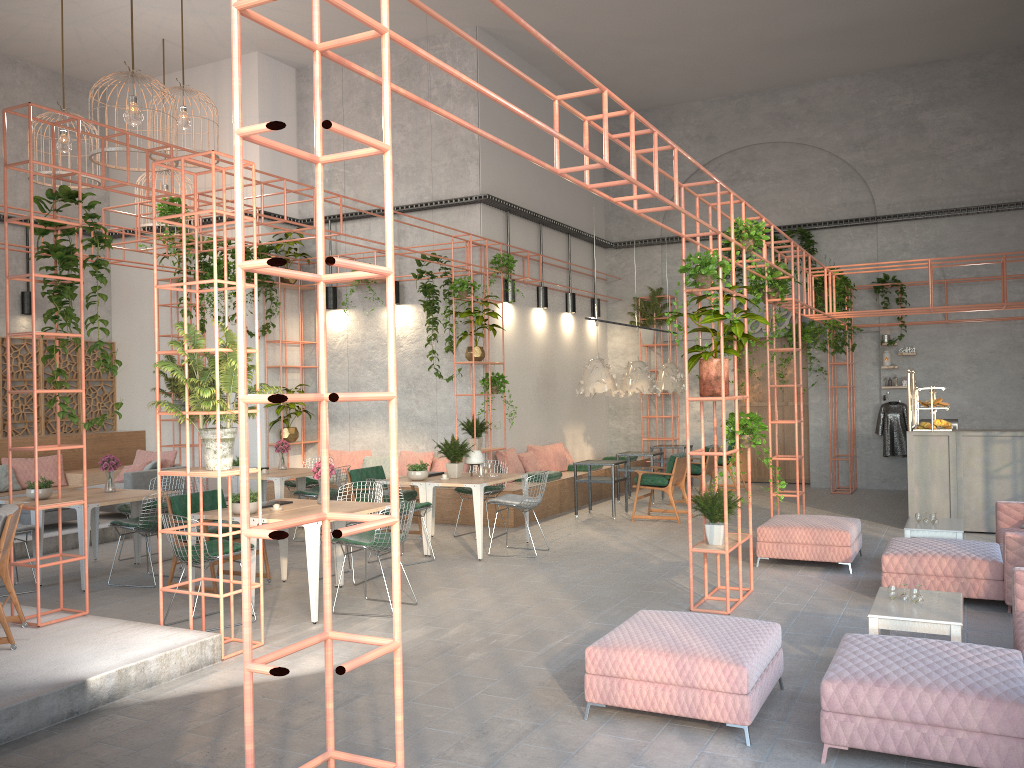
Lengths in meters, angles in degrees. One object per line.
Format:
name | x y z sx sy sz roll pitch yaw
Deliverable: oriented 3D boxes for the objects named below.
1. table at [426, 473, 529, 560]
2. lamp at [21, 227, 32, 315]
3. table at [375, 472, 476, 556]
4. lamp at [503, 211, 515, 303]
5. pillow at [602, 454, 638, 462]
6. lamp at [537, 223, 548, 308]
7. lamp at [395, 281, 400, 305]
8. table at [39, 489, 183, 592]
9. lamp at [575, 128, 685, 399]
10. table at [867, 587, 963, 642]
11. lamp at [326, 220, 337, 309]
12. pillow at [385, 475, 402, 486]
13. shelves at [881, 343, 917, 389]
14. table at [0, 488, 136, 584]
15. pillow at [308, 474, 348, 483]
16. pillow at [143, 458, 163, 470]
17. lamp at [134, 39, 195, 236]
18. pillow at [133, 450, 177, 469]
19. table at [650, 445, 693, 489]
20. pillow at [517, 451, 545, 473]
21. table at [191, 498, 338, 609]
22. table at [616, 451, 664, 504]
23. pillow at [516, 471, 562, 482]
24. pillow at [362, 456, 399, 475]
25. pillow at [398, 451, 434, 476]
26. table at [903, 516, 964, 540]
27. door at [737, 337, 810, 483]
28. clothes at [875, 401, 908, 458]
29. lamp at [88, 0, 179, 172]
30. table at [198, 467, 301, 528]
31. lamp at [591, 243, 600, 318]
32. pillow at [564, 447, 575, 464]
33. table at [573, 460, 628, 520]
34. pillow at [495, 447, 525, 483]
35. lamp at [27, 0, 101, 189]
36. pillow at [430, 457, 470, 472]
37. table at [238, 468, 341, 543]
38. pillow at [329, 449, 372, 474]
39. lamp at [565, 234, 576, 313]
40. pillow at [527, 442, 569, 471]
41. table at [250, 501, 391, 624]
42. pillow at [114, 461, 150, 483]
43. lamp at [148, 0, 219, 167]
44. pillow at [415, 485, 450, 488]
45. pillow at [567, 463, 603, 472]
table | -0.378 1.513 10.341 0.694 0.830 1.214 -1 0 27
lamp | -7.685 -1.817 14.067 0.185 1.436 0.179 -1 0 27
table | -1.000 1.529 10.655 0.694 0.830 1.205 -1 0 27
lamp | -0.051 -1.986 13.831 0.185 1.425 0.179 -1 0 27
pillow | 2.013 1.391 16.517 0.491 0.149 0.637 -1 0 28
lamp | 0.499 -1.990 14.907 0.185 1.425 0.179 -1 0 27
lamp | -1.847 -1.949 13.737 0.179 1.425 0.185 -1 0 27
table | -4.138 1.584 9.193 0.694 0.830 1.214 -1 0 27
lamp | 2.037 -1.807 14.559 0.704 4.052 4.456 -1 0 27
table | 2.584 1.622 5.641 0.520 0.455 0.916 -1 0 27
lamp | -2.922 -1.922 14.287 0.179 1.425 0.185 -1 0 27
pillow | -1.964 1.452 13.358 0.637 0.149 0.491 -1 0 28
shelves | 6.637 -0.318 15.218 0.560 0.790 0.186 -1 0 27
table | -4.758 1.600 9.505 0.694 0.830 1.205 -1 0 27
pillow | -2.898 1.475 13.835 0.637 0.149 0.491 -1 0 28
pillow | -5.173 1.255 12.671 0.308 0.349 0.495 -1 0 -13
lamp | -5.279 -4.058 13.471 0.883 3.476 0.883 -1 0 -10
pillow | -5.323 1.216 13.110 0.836 0.476 0.273 -1 0 27
table | 2.895 1.520 16.049 0.635 0.798 0.602 -1 0 27
pillow | 0.300 1.270 14.058 0.289 0.385 0.666 -1 0 22
table | -2.252 1.549 8.168 0.694 0.830 1.205 -1 0 27
table | 2.096 1.525 14.487 0.635 0.798 0.602 -1 0 27
pillow | 0.417 1.401 13.398 0.491 0.149 0.637 -1 0 28
pillow | -2.080 1.319 13.868 0.666 0.385 0.289 -1 0 22
pillow | -1.523 1.257 13.558 0.276 0.474 0.839 -1 -1 -43
table | 4.193 1.608 8.788 0.520 0.455 0.916 -1 0 27
door | 5.060 0.490 16.956 1.360 2.729 0.551 -1 0 27
clothes | 6.607 0.798 15.238 0.625 0.997 0.366 -1 0 7
lamp | -4.074 -4.113 9.495 0.883 3.476 0.883 -1 0 -10
table | -3.513 1.592 11.940 0.694 0.830 1.205 -1 0 27
lamp | 1.594 -1.997 17.049 0.185 1.425 0.179 -1 0 27
pillow | 0.884 1.266 15.200 0.289 0.385 0.666 -1 0 22
table | 1.297 1.531 12.925 0.635 0.798 0.602 -1 0 27
pillow | -0.012 1.226 13.496 0.276 0.474 0.839 -1 0 17
lamp | -6.073 -4.470 11.989 0.883 3.476 0.883 -1 0 -10
pillow | -0.939 1.291 13.284 0.666 0.385 0.289 -1 0 22
table | -2.891 1.576 11.627 0.694 0.830 1.214 -1 0 27
pillow | -2.643 1.286 14.180 0.839 0.474 0.276 -1 0 17
lamp | 1.044 -1.994 15.973 0.185 1.425 0.179 -1 0 27
pillow | 0.610 1.222 14.617 0.839 0.474 0.276 -1 -1 -43
table | -1.630 1.533 7.855 0.694 0.830 1.214 -1 0 27
pillow | -5.550 1.284 12.925 0.479 0.317 0.441 -1 0 8
lamp | -4.387 -4.725 11.791 0.883 3.476 0.883 -1 0 -10
pillow | -1.059 1.429 12.895 0.637 0.149 0.491 -1 0 28
pillow | 1.205 1.396 14.939 0.491 0.149 0.637 -1 0 28
